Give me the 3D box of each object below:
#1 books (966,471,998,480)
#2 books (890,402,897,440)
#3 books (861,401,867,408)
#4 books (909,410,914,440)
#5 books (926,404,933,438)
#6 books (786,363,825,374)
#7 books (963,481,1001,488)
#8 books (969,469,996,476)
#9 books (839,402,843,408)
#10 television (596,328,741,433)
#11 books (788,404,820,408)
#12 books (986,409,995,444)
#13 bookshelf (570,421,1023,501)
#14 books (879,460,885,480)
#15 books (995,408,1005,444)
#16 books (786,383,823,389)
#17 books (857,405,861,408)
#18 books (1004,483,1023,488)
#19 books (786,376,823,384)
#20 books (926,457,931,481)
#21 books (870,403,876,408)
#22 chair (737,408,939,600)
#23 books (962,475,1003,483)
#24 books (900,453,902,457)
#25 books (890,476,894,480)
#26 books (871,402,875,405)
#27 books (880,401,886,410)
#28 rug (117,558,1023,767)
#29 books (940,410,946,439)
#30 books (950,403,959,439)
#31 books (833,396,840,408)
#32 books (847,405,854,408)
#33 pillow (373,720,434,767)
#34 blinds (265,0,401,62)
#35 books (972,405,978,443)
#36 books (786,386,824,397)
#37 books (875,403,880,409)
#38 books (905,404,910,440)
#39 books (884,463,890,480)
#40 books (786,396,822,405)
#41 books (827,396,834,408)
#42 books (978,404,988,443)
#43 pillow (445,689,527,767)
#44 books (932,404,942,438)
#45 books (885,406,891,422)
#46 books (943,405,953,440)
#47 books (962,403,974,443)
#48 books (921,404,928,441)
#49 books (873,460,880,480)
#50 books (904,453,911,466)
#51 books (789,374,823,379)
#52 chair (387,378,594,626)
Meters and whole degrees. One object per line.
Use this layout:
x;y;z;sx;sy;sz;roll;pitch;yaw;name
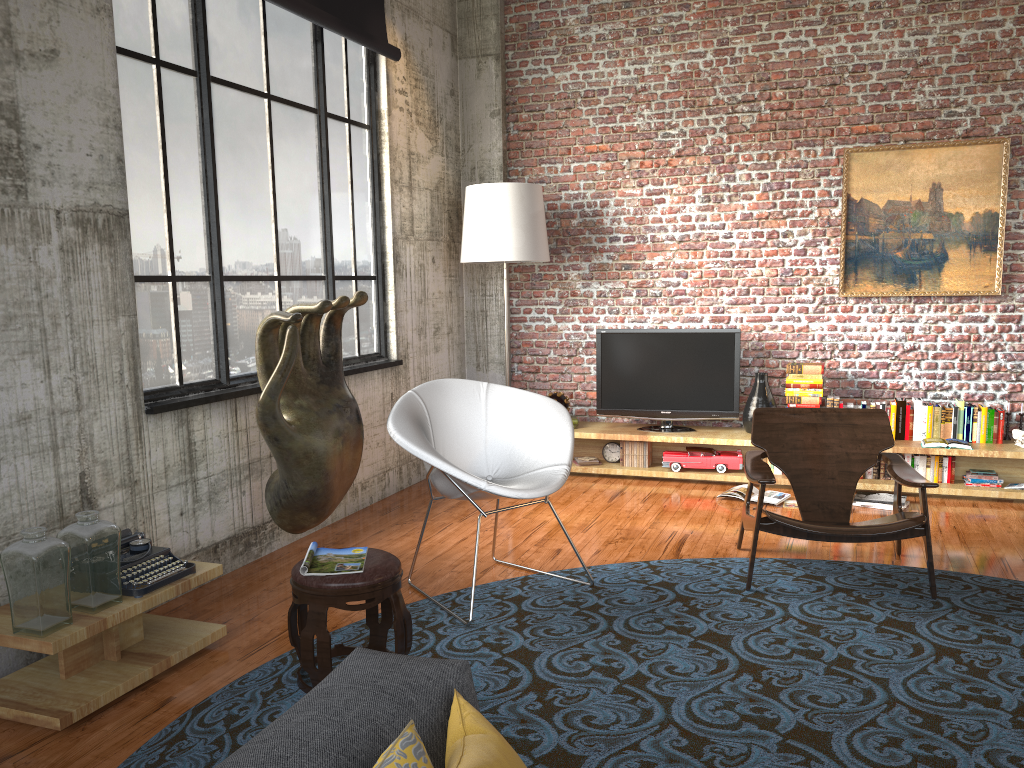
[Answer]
3.230;0.629;6.094;0.192;0.024;0.131;2;7;25;books
2.739;0.265;6.379;0.034;0.255;0.182;2;8;21;books
2.556;0.260;6.452;0.034;0.255;0.182;2;8;21;books
2.863;0.283;6.367;0.026;0.224;0.160;2;8;20;books
2.973;0.271;6.328;0.034;0.254;0.182;2;8;20;books
2.175;-0.116;6.563;0.259;0.066;0.197;1;7;21;books
3.234;0.680;6.098;0.214;0.026;0.148;1;7;21;books
3.233;0.608;6.089;0.154;0.019;0.108;1;7;21;books
2.413;0.258;6.505;0.026;0.252;0.159;2;8;21;books
1.199;-0.034;6.883;1.089;0.796;0.284;0;8;7;television
2.171;0.152;6.586;0.223;0.026;0.160;1;7;21;books
3.334;0.285;6.207;0.045;0.241;0.174;2;8;20;books
1.959;0.558;6.658;3.843;0.360;0.546;1;8;20;bookshelf
2.647;0.564;6.337;0.033;0.226;0.105;2;9;21;books
3.397;0.291;6.184;0.037;0.232;0.167;2;8;20;books
2.168;0.005;6.569;0.253;0.034;0.182;1;7;21;books
2.523;0.276;6.451;0.024;0.224;0.158;2;8;21;books
3.465;0.693;5.978;0.230;0.023;0.168;5;9;41;books
2.166;-0.028;6.560;0.253;0.034;0.182;1;7;21;books
2.930;0.595;6.252;0.028;0.175;0.126;2;8;21;books
2.612;0.266;6.428;0.032;0.247;0.170;2;8;21;books
1.636;0.582;4.565;0.875;0.797;1.039;0;7;11;chair
3.233;0.654;6.094;0.214;0.025;0.148;0;7;6;books
2.748;0.584;6.317;0.043;0.186;0.128;2;8;21;books
2.716;0.585;6.332;0.028;0.182;0.119;2;8;21;books
2.611;0.263;6.426;0.031;0.241;0.164;2;8;21;books
2.674;0.260;6.409;0.034;0.260;0.179;2;8;21;books
1.125;1.235;2.469;4.842;0.009;4.830;-4;7;-23;rug
3.055;0.288;6.301;0.027;0.224;0.160;2;8;20;books
3.123;0.275;6.270;0.034;0.254;0.182;2;8;20;books
2.384;0.239;6.522;0.040;0.286;0.197;2;8;21;books
2.466;0.266;6.476;0.045;0.241;0.174;2;8;21;books
-0.161;0.702;1.080;0.260;0.448;0.535;3;8;28;pillow
-1.257;-2.810;4.877;0.150;1.470;2.434;2;8;21;blinds
3.242;0.279;6.230;0.026;0.252;0.159;2;8;20;books
2.172;0.052;6.578;0.259;0.060;0.179;1;7;21;books
2.643;0.264;6.419;0.032;0.252;0.159;2;8;21;books
2.840;0.269;6.376;0.026;0.252;0.159;2;8;20;books
2.682;0.599;6.334;0.036;0.157;0.108;2;8;21;books
2.172;0.110;6.585;0.246;0.057;0.170;1;7;21;books
2.338;0.237;6.521;0.044;0.292;0.175;2;8;21;books
3.297;0.277;6.219;0.034;0.254;0.182;2;8;20;books
-0.017;0.684;1.376;0.168;0.320;0.432;-2;7;-5;pillow
3.016;0.275;6.316;0.057;0.247;0.170;2;8;20;books
2.712;0.274;6.408;0.037;0.232;0.167;2;8;21;books
3.091;0.279;6.295;0.045;0.241;0.174;2;8;20;books
3.204;0.273;6.248;0.060;0.260;0.179;2;8;20;books
2.943;0.270;6.344;0.034;0.254;0.182;2;8;20;books
2.616;0.581;6.366;0.043;0.187;0.142;2;8;21;books
2.807;0.569;6.295;0.040;0.220;0.132;2;8;21;books
2.176;-0.064;6.563;0.231;0.038;0.167;1;7;21;books
-0.118;0.514;4.372;1.056;1.035;0.804;-5;9;-30;chair
